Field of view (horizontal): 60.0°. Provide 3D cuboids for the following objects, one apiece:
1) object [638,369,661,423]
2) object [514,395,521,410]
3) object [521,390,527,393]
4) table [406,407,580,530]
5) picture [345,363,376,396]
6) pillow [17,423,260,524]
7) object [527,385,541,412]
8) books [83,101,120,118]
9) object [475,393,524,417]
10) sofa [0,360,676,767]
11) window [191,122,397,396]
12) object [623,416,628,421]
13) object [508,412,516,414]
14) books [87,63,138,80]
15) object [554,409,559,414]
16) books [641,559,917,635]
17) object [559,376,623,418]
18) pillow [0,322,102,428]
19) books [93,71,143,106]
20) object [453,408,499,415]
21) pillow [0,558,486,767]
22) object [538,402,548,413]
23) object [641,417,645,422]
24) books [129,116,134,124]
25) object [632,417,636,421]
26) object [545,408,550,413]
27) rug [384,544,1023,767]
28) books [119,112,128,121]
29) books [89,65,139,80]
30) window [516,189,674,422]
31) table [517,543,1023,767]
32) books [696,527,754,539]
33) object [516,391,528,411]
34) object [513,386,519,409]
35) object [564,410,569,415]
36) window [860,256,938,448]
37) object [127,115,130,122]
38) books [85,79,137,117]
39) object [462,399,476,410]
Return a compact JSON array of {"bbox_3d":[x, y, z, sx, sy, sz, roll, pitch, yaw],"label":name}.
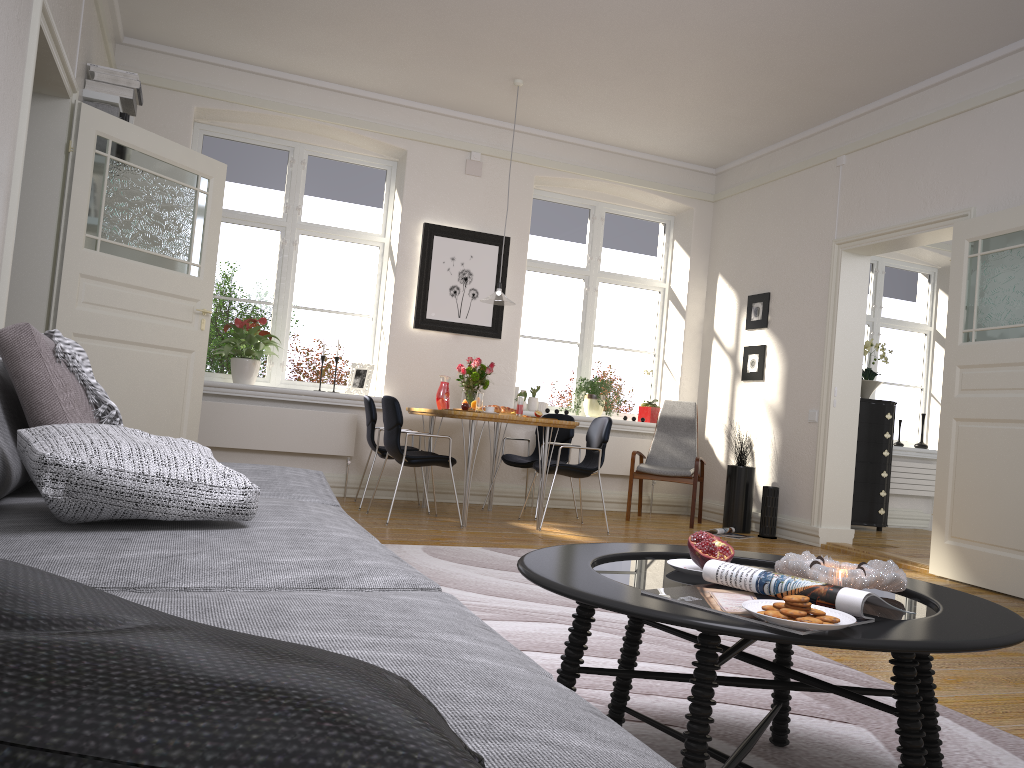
[{"bbox_3d":[1.272,0.111,8.164,0.271,0.501,0.155,7,-3,-40],"label":"object"},{"bbox_3d":[0.050,0.159,7.606,0.072,0.137,0.072,5,-3,-1],"label":"object"},{"bbox_3d":[0.097,0.148,7.853,0.050,0.188,0.052,4,-3,29],"label":"object"},{"bbox_3d":[-0.214,0.589,6.361,0.925,0.745,1.479,6,-3,-20],"label":"table"},{"bbox_3d":[-1.233,-0.039,7.238,0.214,0.270,0.115,4,-3,16],"label":"picture"},{"bbox_3d":[-0.761,0.187,1.795,0.413,0.194,0.397,7,-3,-34],"label":"pillow"},{"bbox_3d":[0.191,0.126,7.773,0.104,0.244,0.096,8,-3,-43],"label":"object"},{"bbox_3d":[-2.403,-1.469,5.154,0.193,0.307,0.064,6,-3,-22],"label":"books"},{"bbox_3d":[-0.084,0.144,6.101,0.330,0.141,0.048,5,-3,6],"label":"object"},{"bbox_3d":[-0.608,0.341,1.271,1.117,0.772,3.015,6,-3,-20],"label":"sofa"},{"bbox_3d":[-2.988,-0.735,9.491,2.038,2.474,5.266,6,-3,-22],"label":"window"},{"bbox_3d":[1.010,0.303,7.901,0.043,0.048,0.042,6,-3,-14],"label":"object"},{"bbox_3d":[-0.009,0.208,6.167,0.107,0.036,0.071,4,-3,30],"label":"object"},{"bbox_3d":[-2.366,-1.820,5.274,0.269,0.015,0.310,6,-3,-21],"label":"books"},{"bbox_3d":[0.387,0.236,7.656,0.043,0.048,0.042,6,-3,-14],"label":"object"},{"bbox_3d":[0.457,0.349,1.504,0.380,0.048,0.299,7,-3,-42],"label":"books"},{"bbox_3d":[0.714,0.106,7.878,0.485,0.385,0.551,4,-3,30],"label":"object"},{"bbox_3d":[-1.101,0.064,2.155,0.245,0.390,0.421,6,-3,-20],"label":"pillow"},{"bbox_3d":[-2.340,-1.755,5.276,0.253,0.049,0.327,6,-3,-21],"label":"books"},{"bbox_3d":[-0.237,0.208,6.503,0.354,0.023,0.222,6,-3,-21],"label":"object"},{"bbox_3d":[-0.207,0.187,0.445,0.421,0.268,0.401,5,-2,-1],"label":"pillow"},{"bbox_3d":[0.256,0.207,7.849,0.131,0.097,0.136,4,-3,19],"label":"object"},{"bbox_3d":[1.177,0.320,7.968,0.043,0.048,0.042,6,-3,-14],"label":"object"},{"bbox_3d":[-2.412,-1.464,5.287,0.262,0.309,0.069,6,-3,-22],"label":"books"},{"bbox_3d":[1.091,0.311,7.933,0.043,0.048,0.042,6,-3,-14],"label":"object"},{"bbox_3d":[0.306,0.227,7.623,0.043,0.048,0.042,6,-3,-14],"label":"object"},{"bbox_3d":[0.034,0.834,2.966,1.978,0.008,3.656,6,-3,-20],"label":"rug"},{"bbox_3d":[-2.435,-1.469,5.235,0.275,0.310,0.062,6,-3,-22],"label":"books"},{"bbox_3d":[-2.352,-1.797,5.263,0.262,0.030,0.300,6,-3,-21],"label":"books"},{"bbox_3d":[98.829,0.579,205.323,503.351,104.427,293.150,6,-3,-21],"label":"window"},{"bbox_3d":[0.460,0.608,1.725,0.958,0.449,0.930,6,-3,-23],"label":"table"},{"bbox_3d":[1.611,1.118,6.714,0.365,0.048,0.311,3,-3,37],"label":"books"},{"bbox_3d":[0.084,0.141,7.693,0.111,0.185,0.099,5,-3,2],"label":"object"},{"bbox_3d":[0.029,0.129,7.841,0.050,0.213,0.052,4,-3,29],"label":"object"},{"bbox_3d":[0.473,0.245,7.690,0.043,0.048,0.042,6,-3,-14],"label":"object"},{"bbox_3d":[3.851,-0.358,9.453,1.628,2.005,0.076,6,-3,-22],"label":"window"},{"bbox_3d":[-2.426,-1.467,5.259,0.262,0.311,0.049,6,-3,-22],"label":"object"},{"bbox_3d":[-2.387,-1.702,5.280,0.262,0.065,0.346,6,-3,-21],"label":"books"},{"bbox_3d":[-0.298,0.153,6.495,0.070,0.074,0.197,4,-3,29],"label":"object"}]
